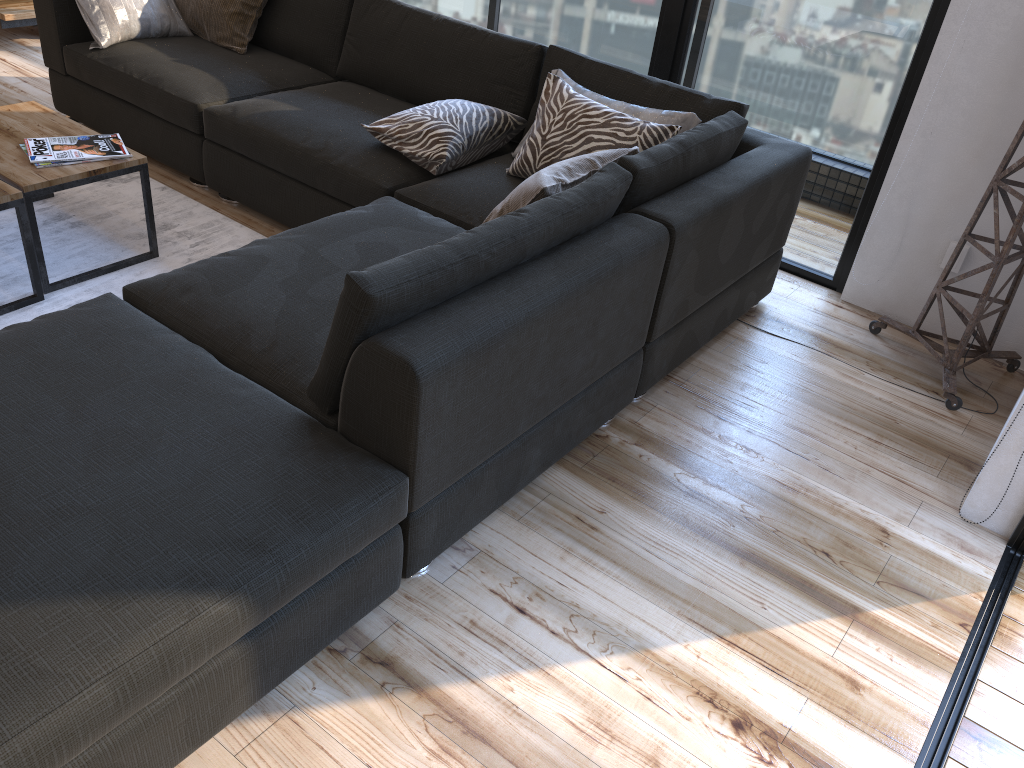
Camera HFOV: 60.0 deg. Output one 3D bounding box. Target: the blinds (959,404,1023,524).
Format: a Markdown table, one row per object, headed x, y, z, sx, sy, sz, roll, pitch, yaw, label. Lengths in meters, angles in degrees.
| x | y | z | sx | sy | sz | roll | pitch | yaw | label |
| --- | --- | --- | --- | --- | --- | --- | --- | --- | --- |
| 0.735 | 0.595 | 0.077 | 1.829 | 2.067 | 3.833 | 1 | 35 | -11 | blinds |

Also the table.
| x | y | z | sx | sy | sz | roll | pitch | yaw | label |
| --- | --- | --- | --- | --- | --- | --- | --- | --- | --- |
| -1.804 | -0.448 | 2.588 | 0.695 | 0.352 | 1.293 | 28 | 39 | 27 | table |

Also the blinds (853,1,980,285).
| x | y | z | sx | sy | sz | roll | pitch | yaw | label |
| --- | --- | --- | --- | --- | --- | --- | --- | --- | --- |
| -0.673 | -2.292 | 3.811 | 5.353 | 2.058 | 0.095 | 28 | 39 | 26 | blinds |

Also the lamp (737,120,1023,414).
| x | y | z | sx | sy | sz | roll | pitch | yaw | label |
| --- | --- | --- | --- | --- | --- | --- | --- | --- | --- |
| 1.092 | -0.913 | 2.558 | 1.466 | 1.840 | 0.422 | 18 | 36 | 14 | lamp |

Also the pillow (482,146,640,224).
| x | y | z | sx | sy | sz | roll | pitch | yaw | label |
| --- | --- | --- | --- | --- | --- | --- | --- | --- | --- |
| 0.120 | -0.513 | 2.503 | 0.272 | 0.311 | 0.544 | 28 | 39 | 26 | pillow |

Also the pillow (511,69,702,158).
| x | y | z | sx | sy | sz | roll | pitch | yaw | label |
| --- | --- | --- | --- | --- | --- | --- | --- | --- | --- |
| 0.291 | -0.826 | 2.982 | 0.610 | 0.296 | 0.233 | 28 | 39 | 27 | pillow |

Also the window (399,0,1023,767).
| x | y | z | sx | sy | sz | roll | pitch | yaw | label |
| --- | --- | --- | --- | --- | --- | --- | --- | --- | --- |
| -1.672 | -2.936 | 1.935 | 13.359 | 5.607 | 5.639 | 28 | 39 | 26 | window |

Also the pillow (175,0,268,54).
| x | y | z | sx | sy | sz | roll | pitch | yaw | label |
| --- | --- | --- | --- | --- | --- | --- | --- | --- | --- |
| -1.274 | -1.706 | 3.872 | 0.607 | 0.385 | 0.264 | 28 | 39 | 27 | pillow |

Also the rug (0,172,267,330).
| x | y | z | sx | sy | sz | roll | pitch | yaw | label |
| --- | --- | --- | --- | --- | --- | --- | --- | --- | --- |
| -1.842 | -0.287 | 2.660 | 1.632 | 0.003 | 2.104 | 28 | 39 | 27 | rug |

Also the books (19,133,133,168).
| x | y | z | sx | sy | sz | roll | pitch | yaw | label |
| --- | --- | --- | --- | --- | --- | --- | --- | --- | --- |
| -1.362 | -0.733 | 2.770 | 0.294 | 0.013 | 0.227 | -14 | 40 | -29 | books |

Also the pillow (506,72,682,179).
| x | y | z | sx | sy | sz | roll | pitch | yaw | label |
| --- | --- | --- | --- | --- | --- | --- | --- | --- | --- |
| 0.251 | -0.757 | 2.832 | 0.530 | 0.316 | 0.249 | 31 | 40 | 29 | pillow |

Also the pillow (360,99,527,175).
| x | y | z | sx | sy | sz | roll | pitch | yaw | label |
| --- | --- | --- | --- | --- | --- | --- | --- | --- | --- |
| -0.224 | -0.894 | 3.126 | 0.355 | 0.179 | 0.528 | 27 | 38 | 25 | pillow |

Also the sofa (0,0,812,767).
| x | y | z | sx | sy | sz | roll | pitch | yaw | label |
| --- | --- | --- | --- | --- | --- | --- | --- | --- | --- |
| -1.095 | -0.648 | 2.718 | 3.035 | 0.705 | 2.986 | 28 | 39 | 27 | sofa |

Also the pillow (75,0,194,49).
| x | y | z | sx | sy | sz | roll | pitch | yaw | label |
| --- | --- | --- | --- | --- | --- | --- | --- | --- | --- |
| -1.604 | -1.584 | 3.743 | 0.211 | 0.267 | 0.496 | 29 | 39 | 27 | pillow |
